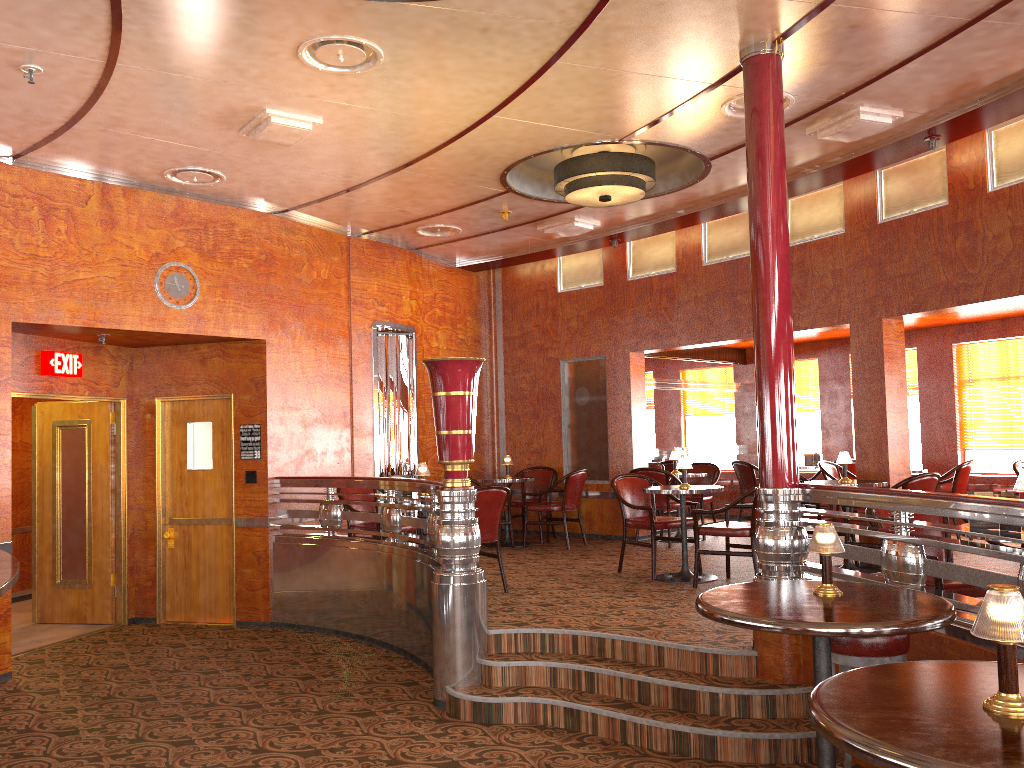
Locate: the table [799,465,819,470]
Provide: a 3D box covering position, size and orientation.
[{"bbox_3d":[3.413,1.361,10.792,0.639,0.720,0.640,-1,-3,-3],"label":"table"}]

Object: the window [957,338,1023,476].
[{"bbox_3d":[5.134,0.251,9.351,0.040,1.419,0.820,0,-3,-32],"label":"window"}]

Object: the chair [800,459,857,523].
[{"bbox_3d":[3.732,1.271,10.263,0.588,0.816,0.616,-1,-3,-16],"label":"chair"}]

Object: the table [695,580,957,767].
[{"bbox_3d":[1.082,1.225,3.059,0.849,0.959,0.850,-1,-3,-4],"label":"table"}]

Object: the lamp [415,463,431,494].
[{"bbox_3d":[-0.717,0.759,7.136,0.130,0.250,0.130,1,-4,-44],"label":"lamp"}]

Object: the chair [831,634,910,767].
[{"bbox_3d":[1.427,1.350,3.571,0.350,0.755,0.350,-3,-3,33],"label":"chair"}]

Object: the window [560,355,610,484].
[{"bbox_3d":[0.923,0.418,10.205,0.806,1.439,0.257,-4,-4,42],"label":"window"}]

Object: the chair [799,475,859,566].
[{"bbox_3d":[2.500,1.134,7.517,0.588,0.816,0.615,1,-4,-38],"label":"chair"}]

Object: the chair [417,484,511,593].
[{"bbox_3d":[-0.325,1.156,6.651,0.588,0.816,0.615,1,-4,-38],"label":"chair"}]

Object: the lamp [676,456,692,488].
[{"bbox_3d":[1.373,0.698,7.063,0.130,0.250,0.130,0,-3,-26],"label":"lamp"}]

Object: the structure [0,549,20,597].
[{"bbox_3d":[-3.446,1.199,1.398,3.207,1.046,7.815,-3,-4,16],"label":"structure"}]

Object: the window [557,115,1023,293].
[{"bbox_3d":[3.094,-1.712,5.030,1.956,0.480,11.957,-1,-4,-16],"label":"window"}]

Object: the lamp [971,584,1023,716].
[{"bbox_3d":[1.022,0.544,1.833,0.130,0.250,0.130,-4,-4,37],"label":"lamp"}]

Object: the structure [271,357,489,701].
[{"bbox_3d":[-0.987,0.960,6.500,0.624,2.023,3.171,0,-4,-33],"label":"structure"}]

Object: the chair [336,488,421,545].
[{"bbox_3d":[-1.157,1.234,7.552,0.615,0.816,0.588,-4,-4,36],"label":"chair"}]

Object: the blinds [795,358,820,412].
[{"bbox_3d":[3.563,0.035,11.330,0.050,0.661,0.804,1,-4,-43],"label":"blinds"}]

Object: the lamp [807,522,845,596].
[{"bbox_3d":[1.129,0.625,3.184,0.130,0.250,0.130,-3,-3,28],"label":"lamp"}]

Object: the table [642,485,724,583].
[{"bbox_3d":[1.370,1.184,7.059,0.640,0.720,0.640,1,-4,-44],"label":"table"}]

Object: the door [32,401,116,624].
[{"bbox_3d":[-3.926,1.139,7.945,0.808,1.982,0.063,-2,-3,11],"label":"door"}]

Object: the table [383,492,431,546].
[{"bbox_3d":[-0.701,1.243,7.111,0.640,0.720,0.640,1,-4,-44],"label":"table"}]

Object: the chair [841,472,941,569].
[{"bbox_3d":[2.936,1.076,6.770,0.588,0.816,0.615,0,-4,-33],"label":"chair"}]

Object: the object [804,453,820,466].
[{"bbox_3d":[3.576,0.905,10.590,0.169,0.156,0.195,-2,-3,9],"label":"object"}]

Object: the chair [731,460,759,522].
[{"bbox_3d":[2.973,1.314,10.634,0.615,0.816,0.588,-1,-3,-16],"label":"chair"}]

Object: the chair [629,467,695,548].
[{"bbox_3d":[1.546,1.266,9.246,0.588,0.816,0.615,-4,-4,36],"label":"chair"}]

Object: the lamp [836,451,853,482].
[{"bbox_3d":[2.722,0.674,7.256,0.130,0.250,0.130,-1,-3,-17],"label":"lamp"}]

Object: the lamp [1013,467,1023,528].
[{"bbox_3d":[2.144,0.467,3.661,0.130,0.250,0.130,0,-3,-26],"label":"lamp"}]

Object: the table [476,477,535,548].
[{"bbox_3d":[-0.062,1.378,9.582,0.640,0.720,0.640,1,-4,-44],"label":"table"}]

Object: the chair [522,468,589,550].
[{"bbox_3d":[0.497,1.298,9.311,0.615,0.816,0.588,-3,-4,31],"label":"chair"}]

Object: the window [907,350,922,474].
[{"bbox_3d":[4.417,0.334,10.383,0.040,1.419,0.820,1,-4,-37],"label":"window"}]

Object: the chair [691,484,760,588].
[{"bbox_3d":[1.742,1.099,6.628,0.615,0.816,0.588,-4,-4,41],"label":"chair"}]

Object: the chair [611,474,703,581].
[{"bbox_3d":[1.161,1.162,7.389,0.588,0.816,0.615,0,-4,-33],"label":"chair"}]

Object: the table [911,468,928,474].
[{"bbox_3d":[3.969,1.246,9.179,0.640,0.720,0.640,-3,-3,28],"label":"table"}]

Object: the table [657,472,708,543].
[{"bbox_3d":[1.807,1.331,9.622,0.640,0.720,0.640,1,-4,-44],"label":"table"}]

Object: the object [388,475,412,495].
[{"bbox_3d":[-0.863,0.805,7.070,0.195,0.156,0.169,-2,-3,11],"label":"object"}]

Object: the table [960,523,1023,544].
[{"bbox_3d":[2.203,0.949,3.623,0.639,0.720,0.640,-1,-3,-13],"label":"table"}]

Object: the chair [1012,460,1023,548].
[{"bbox_3d":[4.972,1.105,8.122,0.588,0.816,0.615,0,-3,-23],"label":"chair"}]

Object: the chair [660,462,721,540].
[{"bbox_3d":[2.036,1.300,10.001,0.588,0.816,0.615,-4,-4,36],"label":"chair"}]

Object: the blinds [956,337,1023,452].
[{"bbox_3d":[5.092,0.127,9.333,0.050,1.173,0.804,0,-3,-32],"label":"blinds"}]

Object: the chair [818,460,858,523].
[{"bbox_3d":[3.616,1.225,9.468,0.615,0.816,0.588,-4,-4,41],"label":"chair"}]

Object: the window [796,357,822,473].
[{"bbox_3d":[3.594,0.415,11.332,0.151,1.435,0.839,1,-4,-43],"label":"window"}]

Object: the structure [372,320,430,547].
[{"bbox_3d":[-1.139,0.553,8.993,0.557,2.353,0.812,-4,-4,38],"label":"structure"}]

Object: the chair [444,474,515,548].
[{"bbox_3d":[-0.386,1.323,9.326,0.615,0.816,0.588,1,-4,-38],"label":"chair"}]

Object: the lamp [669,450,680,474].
[{"bbox_3d":[1.780,0.849,9.665,0.130,0.250,0.130,0,-3,-26],"label":"lamp"}]

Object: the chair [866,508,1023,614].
[{"bbox_3d":[2.043,0.941,4.208,0.588,0.816,0.616,-1,-3,-14],"label":"chair"}]

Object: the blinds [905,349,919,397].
[{"bbox_3d":[4.370,-0.107,10.377,0.057,0.539,0.804,1,-4,-37],"label":"blinds"}]

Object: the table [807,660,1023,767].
[{"bbox_3d":[1.064,1.147,1.797,0.850,0.959,0.850,-3,-3,19],"label":"table"}]

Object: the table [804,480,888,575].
[{"bbox_3d":[2.731,1.158,7.224,0.640,0.720,0.640,1,-4,-44],"label":"table"}]

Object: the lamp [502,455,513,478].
[{"bbox_3d":[-0.048,0.894,9.603,0.130,0.250,0.130,0,-3,-26],"label":"lamp"}]

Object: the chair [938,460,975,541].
[{"bbox_3d":[4.326,1.172,8.916,0.615,0.816,0.588,-4,-4,41],"label":"chair"}]

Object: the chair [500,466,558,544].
[{"bbox_3d":[0.214,1.349,10.004,0.588,0.816,0.615,-3,-3,26],"label":"chair"}]

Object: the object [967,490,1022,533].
[{"bbox_3d":[1.985,0.513,3.578,0.195,0.156,0.169,-1,-3,-14],"label":"object"}]

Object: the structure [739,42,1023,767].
[{"bbox_3d":[1.740,-0.137,2.743,0.549,3.603,4.357,-1,-3,-9],"label":"structure"}]
